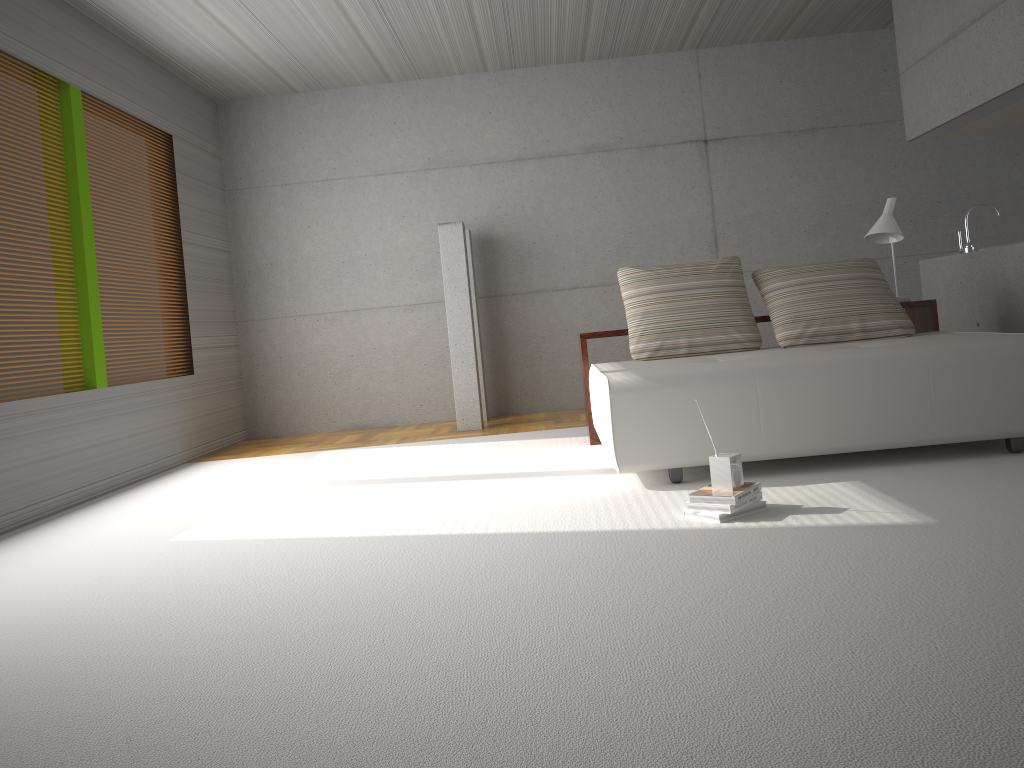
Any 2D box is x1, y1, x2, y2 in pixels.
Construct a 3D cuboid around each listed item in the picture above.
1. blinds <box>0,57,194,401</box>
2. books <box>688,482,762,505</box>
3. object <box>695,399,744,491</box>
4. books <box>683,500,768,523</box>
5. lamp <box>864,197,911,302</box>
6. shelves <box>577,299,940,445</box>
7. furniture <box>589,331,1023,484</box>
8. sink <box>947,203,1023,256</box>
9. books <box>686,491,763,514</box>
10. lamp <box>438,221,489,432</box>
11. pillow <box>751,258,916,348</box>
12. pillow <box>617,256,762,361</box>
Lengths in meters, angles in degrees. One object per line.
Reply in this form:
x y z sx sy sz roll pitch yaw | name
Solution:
-2.774 -0.873 5.586 0.012 2.044 3.537 -6 3 3 | blinds
0.831 0.422 3.440 0.188 0.032 0.266 -3 5 37 | books
0.790 0.229 3.402 0.089 0.367 0.186 -6 0 43 | object
0.830 0.487 3.438 0.266 0.032 0.188 -8 4 -33 | books
2.484 -0.881 5.800 0.324 0.700 0.244 -6 0 -16 | lamp
1.592 -0.085 5.798 2.249 0.716 0.400 -5 0 2 | shelves
1.547 0.082 4.804 2.167 0.522 1.615 -5 3 2 | furniture
3.612 -1.037 6.080 0.766 0.539 1.706 -5 3 3 | sink
0.826 0.455 3.438 0.188 0.032 0.266 -2 5 42 | books
-0.403 -0.493 7.527 0.200 1.693 0.798 -6 0 3 | lamp
1.954 -0.504 5.434 0.806 0.517 0.579 -5 2 3 | pillow
1.100 -0.477 5.520 0.800 0.610 0.490 -5 1 2 | pillow
